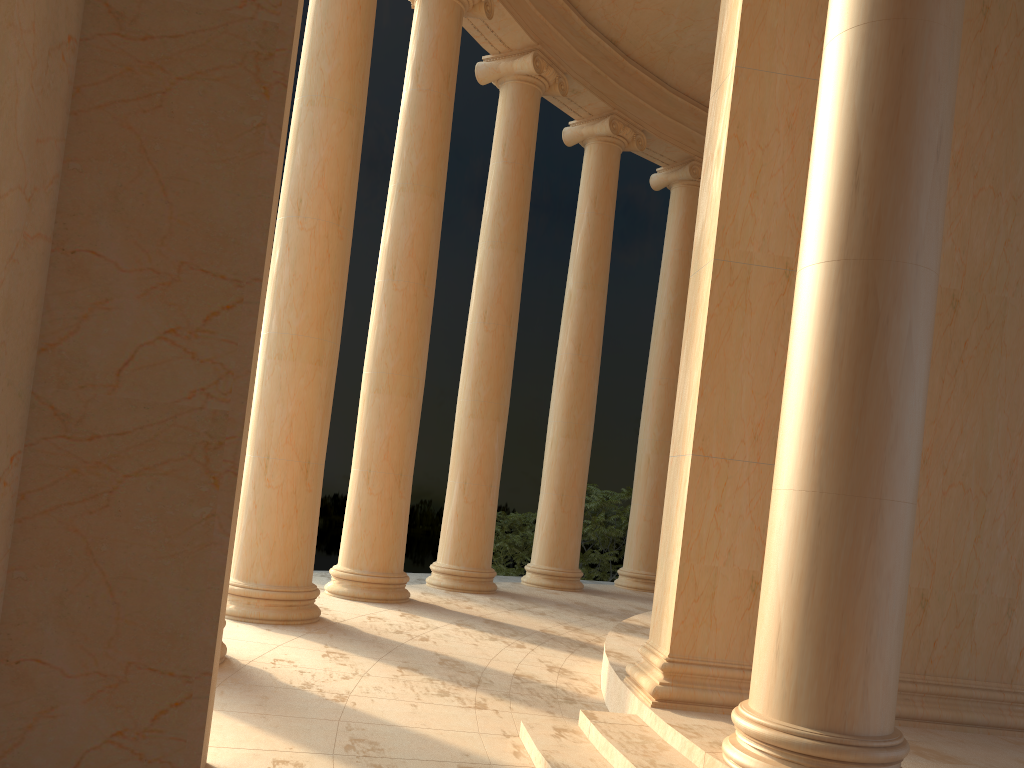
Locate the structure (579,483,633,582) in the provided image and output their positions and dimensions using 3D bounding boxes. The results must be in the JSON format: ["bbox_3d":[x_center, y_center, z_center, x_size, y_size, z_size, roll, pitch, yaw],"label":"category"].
[{"bbox_3d":[169.975,328.738,1609.239,247.303,298.550,238.417,7,-4,-3],"label":"structure"}]

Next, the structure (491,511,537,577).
[{"bbox_3d":[-16.126,308.626,1517.616,149.051,187.735,156.451,6,-4,6],"label":"structure"}]
